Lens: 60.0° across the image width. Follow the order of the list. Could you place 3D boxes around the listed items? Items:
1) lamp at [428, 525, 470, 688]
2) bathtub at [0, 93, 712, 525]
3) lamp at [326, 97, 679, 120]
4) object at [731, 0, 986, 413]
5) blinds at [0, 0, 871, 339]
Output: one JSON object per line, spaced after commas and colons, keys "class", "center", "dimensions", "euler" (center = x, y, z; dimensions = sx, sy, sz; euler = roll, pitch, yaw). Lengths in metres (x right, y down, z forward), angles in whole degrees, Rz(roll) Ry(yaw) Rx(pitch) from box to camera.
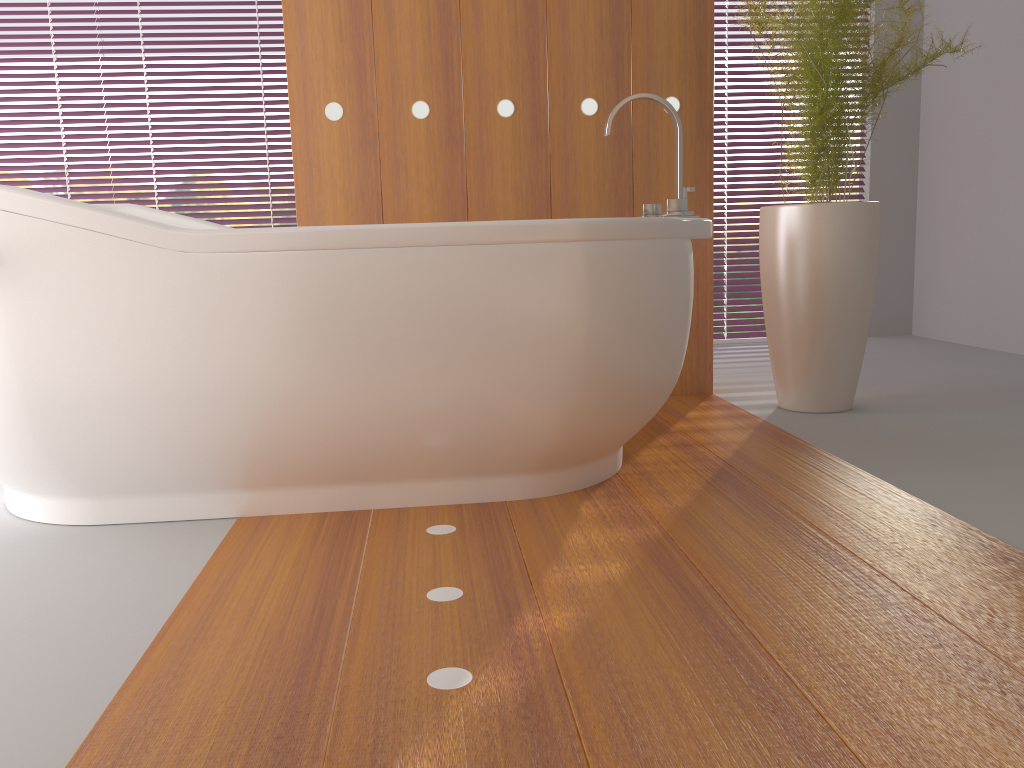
{"class": "lamp", "center": [-1.554, 0.571, 0.190], "dimensions": [3.173, 0.001, 2.893], "euler": [-3, 9, -5]}
{"class": "bathtub", "center": [-0.434, -0.228, 2.155], "dimensions": [1.874, 0.900, 0.888], "euler": [-3, 9, -5]}
{"class": "lamp", "center": [-0.020, -0.908, 2.921], "dimensions": [1.169, 0.052, 0.001], "euler": [-3, 9, -5]}
{"class": "object", "center": [1.039, -0.691, 2.684], "dimensions": [0.683, 1.557, 1.335], "euler": [3, 10, 27]}
{"class": "blinds", "center": [-0.519, -1.162, 4.369], "dimensions": [4.712, 2.022, 0.032], "euler": [-3, 9, -5]}
